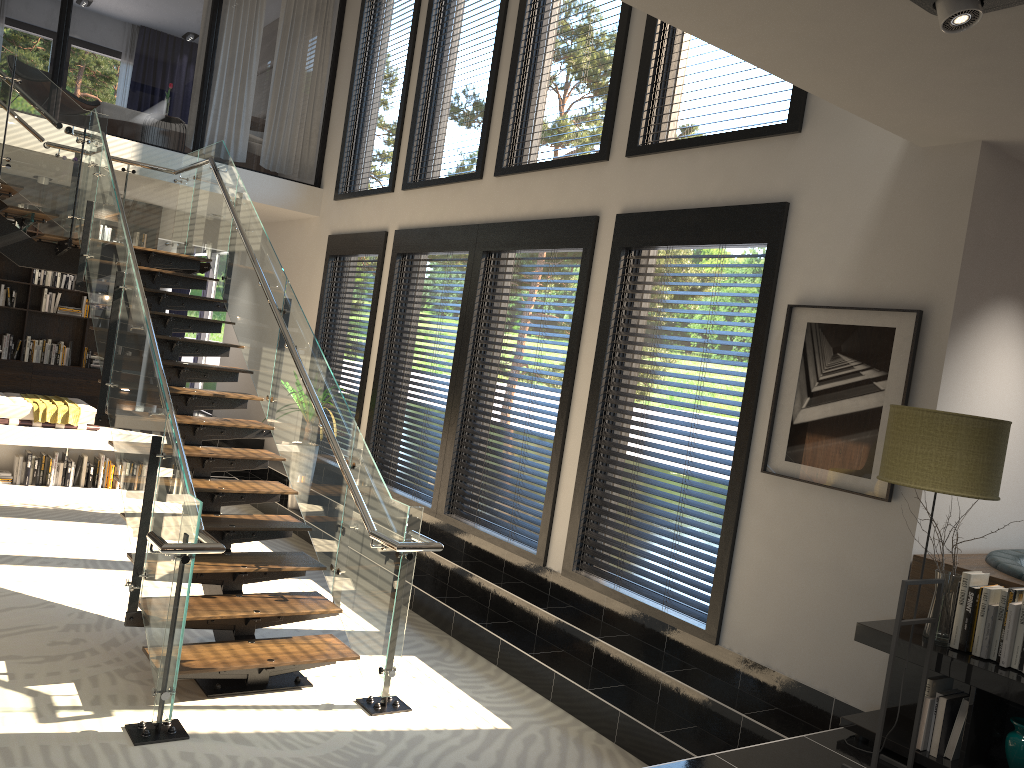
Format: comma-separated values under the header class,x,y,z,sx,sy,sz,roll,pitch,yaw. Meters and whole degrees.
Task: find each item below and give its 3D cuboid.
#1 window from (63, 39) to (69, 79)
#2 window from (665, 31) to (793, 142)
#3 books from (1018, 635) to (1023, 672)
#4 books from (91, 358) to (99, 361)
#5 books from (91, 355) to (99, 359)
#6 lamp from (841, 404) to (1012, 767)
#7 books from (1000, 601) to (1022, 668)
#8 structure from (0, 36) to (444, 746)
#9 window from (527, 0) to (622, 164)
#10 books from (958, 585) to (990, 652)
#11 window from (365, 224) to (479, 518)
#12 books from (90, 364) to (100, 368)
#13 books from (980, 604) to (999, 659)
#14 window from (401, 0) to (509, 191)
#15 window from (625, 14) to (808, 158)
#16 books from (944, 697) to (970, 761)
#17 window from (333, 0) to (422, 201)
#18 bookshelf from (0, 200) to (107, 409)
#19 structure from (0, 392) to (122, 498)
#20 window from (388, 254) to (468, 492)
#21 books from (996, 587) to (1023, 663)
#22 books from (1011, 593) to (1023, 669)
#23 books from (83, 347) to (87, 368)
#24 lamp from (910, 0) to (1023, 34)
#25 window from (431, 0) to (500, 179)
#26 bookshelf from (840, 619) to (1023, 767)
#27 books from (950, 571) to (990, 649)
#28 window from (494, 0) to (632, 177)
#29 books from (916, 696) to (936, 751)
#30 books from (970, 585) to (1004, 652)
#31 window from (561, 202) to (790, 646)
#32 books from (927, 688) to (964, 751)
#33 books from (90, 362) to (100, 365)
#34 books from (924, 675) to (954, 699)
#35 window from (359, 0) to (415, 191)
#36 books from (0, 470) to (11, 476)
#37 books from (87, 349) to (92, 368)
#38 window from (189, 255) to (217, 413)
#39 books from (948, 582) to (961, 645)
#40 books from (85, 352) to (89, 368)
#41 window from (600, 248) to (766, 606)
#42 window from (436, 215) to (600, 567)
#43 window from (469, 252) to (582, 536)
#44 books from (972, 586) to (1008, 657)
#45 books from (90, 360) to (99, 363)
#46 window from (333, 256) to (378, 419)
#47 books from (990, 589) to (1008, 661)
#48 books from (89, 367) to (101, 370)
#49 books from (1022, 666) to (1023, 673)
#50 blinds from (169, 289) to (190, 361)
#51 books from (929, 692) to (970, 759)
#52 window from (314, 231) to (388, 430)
class,x,y,z,sx,sy,sz,roll,pitch,yaw
window,-7.095,-4.238,13.667,3.526,2.313,0.184,7,3,-36
window,1.545,-2.640,5.458,0.005,2.298,1.219,7,3,-36
books,2.034,0.992,3.451,0.149,0.246,0.023,7,3,-36
books,-5.261,-0.306,11.373,0.251,0.026,0.148,7,2,-40
books,-5.248,-0.332,11.360,0.288,0.030,0.175,8,2,-31
lamp,1.565,0.820,3.551,0.437,1.446,0.637,8,2,-10
books,1.998,0.981,3.492,0.202,0.255,0.025,7,3,-36
structure,-2.865,-0.664,5.416,3.450,4.871,7.270,7,2,-36
window,0.638,-2.810,6.745,0.005,2.298,1.219,7,3,-36
books,1.910,0.960,3.637,0.173,0.262,0.030,7,3,-36
window,-0.738,-0.162,8.085,0.358,2.477,1.496,7,3,-36
books,-5.267,-0.229,11.368,0.286,0.031,0.176,7,2,-37
books,1.957,0.993,3.573,0.170,0.215,0.025,7,3,-36
window,-0.337,-2.989,8.005,0.358,2.477,1.391,7,3,-36
window,1.483,-2.648,5.423,0.358,2.477,1.391,7,3,-36
books,1.837,1.386,3.580,0.159,0.261,0.067,7,3,-36
window,-1.251,-3.160,9.300,0.358,2.477,1.391,7,3,-36
bookshelf,-5.636,-1.085,11.030,2.092,2.684,0.273,7,3,-36
structure,-5.149,-0.676,8.466,3.785,3.246,1.147,7,3,-36
window,-0.676,-0.154,8.119,0.005,2.298,1.311,7,3,-36
books,2.004,0.959,3.528,0.170,0.298,0.032,7,3,-36
books,2.033,0.961,3.479,0.155,0.306,0.032,7,3,-36
books,-5.429,-0.342,11.245,0.024,0.264,0.174,7,3,-36
lamp,1.315,-1.226,2.608,0.502,0.231,0.349,7,2,-36
window,-0.275,-2.981,8.040,0.005,2.298,1.219,7,3,-36
bookshelf,1.973,1.368,3.427,0.356,0.500,1.302,7,2,-36
books,1.887,0.931,3.656,0.160,0.312,0.035,7,3,-36
window,0.576,-2.818,6.710,0.358,2.477,1.391,7,3,-36
books,1.739,1.391,3.648,0.196,0.218,0.023,7,3,-36
books,1.941,0.959,3.625,0.150,0.275,0.024,7,3,-36
window,1.059,0.175,5.536,0.358,2.477,1.391,7,3,-36
books,1.782,1.384,3.645,0.167,0.245,0.030,7,3,-36
books,-5.269,-0.258,11.376,0.250,0.026,0.148,7,2,-39
books,1.758,1.359,3.690,0.176,0.284,0.030,7,3,-36
window,-1.189,-3.152,9.335,0.005,2.298,1.219,7,3,-36
books,-4.906,0.845,8.418,0.249,0.026,0.148,7,2,-38
books,-5.378,-0.322,11.257,0.027,0.238,0.159,7,3,-36
window,-4.828,-0.924,13.837,0.184,2.477,2.977,7,2,-36
books,1.894,0.956,3.701,0.156,0.263,0.025,7,3,-36
books,-5.406,-0.306,11.249,0.025,0.199,0.149,7,3,-36
window,1.121,0.183,5.571,0.005,2.298,1.219,7,3,-36
window,0.118,-0.002,6.871,0.358,2.477,1.496,7,3,-36
window,0.180,0.007,6.906,0.005,2.298,1.311,7,3,-36
books,1.936,0.959,3.587,0.160,0.276,0.030,7,3,-36
books,-5.258,-0.281,11.365,0.263,0.024,0.167,7,2,-41
window,-1.613,-0.326,9.448,0.005,2.298,1.219,7,3,-36
books,1.986,0.965,3.555,0.141,0.280,0.031,7,3,-36
books,-5.276,-0.202,11.376,0.273,0.025,0.156,7,2,-38
books,2.057,0.992,3.432,0.195,0.255,0.034,7,3,-36
blinds,-5.474,-1.127,14.460,0.161,2.772,1.079,7,3,-37
books,1.781,1.385,3.604,0.194,0.244,0.036,7,3,-36
window,-1.675,-0.335,9.413,0.358,2.477,1.391,7,3,-36
